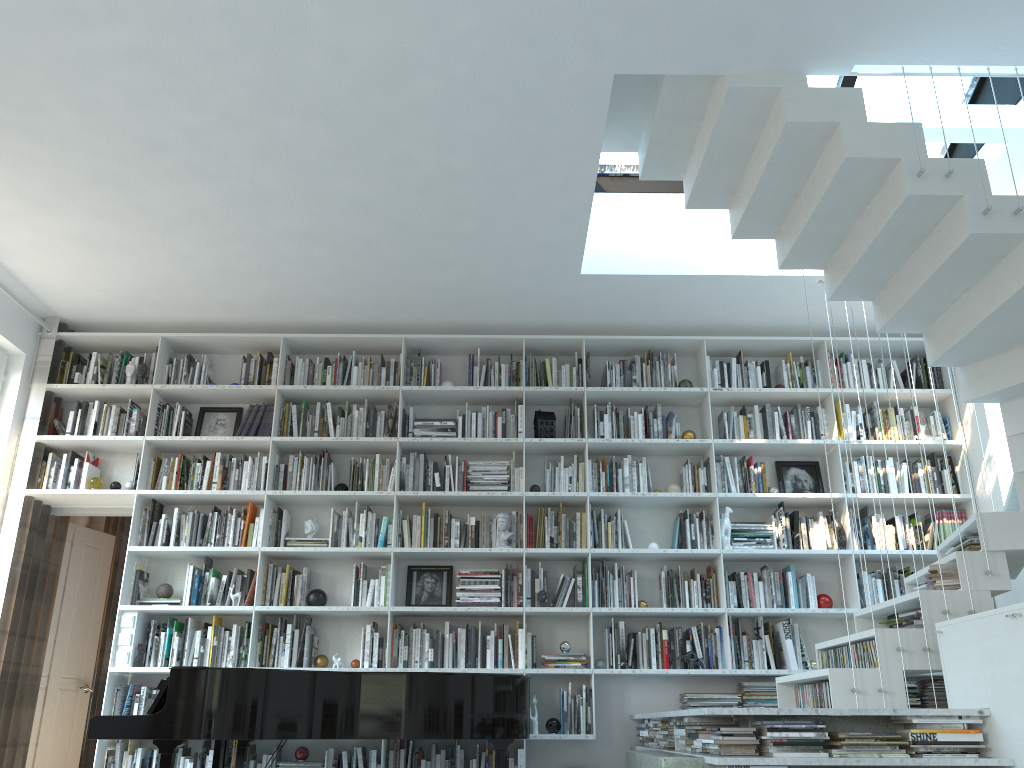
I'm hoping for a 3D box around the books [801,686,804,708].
[{"bbox_3d":[1.568,1.628,4.594,0.125,0.125,0.008,0,-21,0],"label":"books"}]

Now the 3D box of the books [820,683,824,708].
[{"bbox_3d":[1.570,1.519,4.312,0.125,0.125,0.008,0,-21,0],"label":"books"}]

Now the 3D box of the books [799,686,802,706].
[{"bbox_3d":[1.568,1.639,4.622,0.125,0.125,0.009,0,-21,0],"label":"books"}]

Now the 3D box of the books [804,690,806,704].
[{"bbox_3d":[1.568,1.614,4.557,0.125,0.124,0.007,0,-21,0],"label":"books"}]

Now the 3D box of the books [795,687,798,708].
[{"bbox_3d":[1.567,1.666,4.692,0.125,0.125,0.008,0,-21,0],"label":"books"}]

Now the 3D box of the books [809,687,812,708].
[{"bbox_3d":[1.569,1.583,4.478,0.125,0.125,0.008,0,-21,0],"label":"books"}]

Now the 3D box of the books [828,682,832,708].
[{"bbox_3d":[1.571,1.478,4.206,0.125,0.125,0.012,0,-21,0],"label":"books"}]

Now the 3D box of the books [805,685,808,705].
[{"bbox_3d":[1.569,1.603,4.530,0.125,0.125,0.007,0,-21,0],"label":"books"}]

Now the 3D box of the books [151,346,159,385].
[{"bbox_3d":[-2.496,-0.080,6.265,0.014,0.336,0.168,0,-21,0],"label":"books"}]

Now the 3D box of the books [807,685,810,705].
[{"bbox_3d":[1.569,1.592,4.500,0.125,0.124,0.007,0,-21,0],"label":"books"}]

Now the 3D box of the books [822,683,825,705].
[{"bbox_3d":[1.571,1.511,4.290,0.125,0.125,0.010,0,-21,0],"label":"books"}]

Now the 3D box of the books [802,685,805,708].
[{"bbox_3d":[1.568,1.622,4.579,0.125,0.125,0.008,0,-21,0],"label":"books"}]

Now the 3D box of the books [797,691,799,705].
[{"bbox_3d":[1.568,1.656,4.667,0.125,0.124,0.007,0,-21,0],"label":"books"}]

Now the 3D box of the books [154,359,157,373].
[{"bbox_3d":[-2.451,-0.051,6.221,0.024,0.251,0.236,0,-21,0],"label":"books"}]

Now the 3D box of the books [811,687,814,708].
[{"bbox_3d":[1.569,1.572,4.449,0.125,0.125,0.009,0,-21,0],"label":"books"}]

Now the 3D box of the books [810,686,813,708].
[{"bbox_3d":[1.569,1.578,4.464,0.125,0.125,0.009,0,-21,0],"label":"books"}]

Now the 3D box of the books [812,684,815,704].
[{"bbox_3d":[1.569,1.563,4.427,0.125,0.125,0.008,0,-21,0],"label":"books"}]

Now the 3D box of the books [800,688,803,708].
[{"bbox_3d":[1.568,1.636,4.615,0.125,0.125,0.009,0,-21,0],"label":"books"}]

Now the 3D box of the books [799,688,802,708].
[{"bbox_3d":[1.568,1.642,4.630,0.125,0.124,0.007,0,-21,0],"label":"books"}]

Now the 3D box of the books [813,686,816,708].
[{"bbox_3d":[1.570,1.561,4.419,0.125,0.124,0.007,0,-21,0],"label":"books"}]

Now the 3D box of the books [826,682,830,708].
[{"bbox_3d":[1.571,1.490,4.237,0.125,0.125,0.011,0,-21,0],"label":"books"}]

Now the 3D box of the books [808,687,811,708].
[{"bbox_3d":[1.569,1.589,4.493,0.125,0.125,0.008,0,-21,0],"label":"books"}]

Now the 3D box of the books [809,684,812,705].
[{"bbox_3d":[1.569,1.581,4.471,0.125,0.124,0.007,0,-21,0],"label":"books"}]

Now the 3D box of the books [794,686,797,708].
[{"bbox_3d":[1.567,1.672,4.706,0.125,0.124,0.007,0,-21,0],"label":"books"}]

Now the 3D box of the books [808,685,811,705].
[{"bbox_3d":[1.569,1.586,4.485,0.125,0.125,0.009,0,-21,0],"label":"books"}]

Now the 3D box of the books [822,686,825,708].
[{"bbox_3d":[1.571,1.513,4.296,0.125,0.125,0.010,0,-21,0],"label":"books"}]

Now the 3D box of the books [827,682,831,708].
[{"bbox_3d":[1.571,1.484,4.221,0.125,0.125,0.008,0,-21,0],"label":"books"}]

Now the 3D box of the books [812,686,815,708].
[{"bbox_3d":[1.569,1.566,4.434,0.125,0.125,0.009,0,-21,0],"label":"books"}]

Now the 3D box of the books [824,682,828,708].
[{"bbox_3d":[1.571,1.499,4.260,0.125,0.124,0.007,0,-21,0],"label":"books"}]

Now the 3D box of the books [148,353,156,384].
[{"bbox_3d":[-2.514,-0.054,6.261,0.022,0.285,0.176,0,-21,0],"label":"books"}]

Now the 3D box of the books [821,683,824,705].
[{"bbox_3d":[1.570,1.516,4.303,0.125,0.125,0.009,0,-21,0],"label":"books"}]

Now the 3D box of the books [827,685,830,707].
[{"bbox_3d":[1.571,1.487,4.229,0.125,0.125,0.008,0,-21,0],"label":"books"}]

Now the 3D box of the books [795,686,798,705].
[{"bbox_3d":[1.567,1.663,4.684,0.125,0.125,0.010,0,-21,0],"label":"books"}]

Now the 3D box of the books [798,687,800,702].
[{"bbox_3d":[1.568,1.648,4.646,0.125,0.125,0.008,0,-21,0],"label":"books"}]

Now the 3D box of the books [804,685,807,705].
[{"bbox_3d":[1.569,1.609,4.544,0.125,0.125,0.008,0,-21,0],"label":"books"}]

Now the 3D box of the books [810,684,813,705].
[{"bbox_3d":[1.569,1.575,4.456,0.125,0.125,0.008,0,-21,0],"label":"books"}]

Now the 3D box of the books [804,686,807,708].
[{"bbox_3d":[1.568,1.611,4.550,0.125,0.124,0.007,0,-21,0],"label":"books"}]

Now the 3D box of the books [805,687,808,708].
[{"bbox_3d":[1.569,1.606,4.537,0.125,0.125,0.008,0,-21,0],"label":"books"}]

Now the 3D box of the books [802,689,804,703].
[{"bbox_3d":[1.568,1.625,4.586,0.125,0.125,0.008,0,-21,0],"label":"books"}]

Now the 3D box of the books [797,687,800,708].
[{"bbox_3d":[1.568,1.654,4.660,0.125,0.124,0.007,0,-21,0],"label":"books"}]

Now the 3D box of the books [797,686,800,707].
[{"bbox_3d":[1.568,1.651,4.653,0.125,0.125,0.008,0,-21,0],"label":"books"}]

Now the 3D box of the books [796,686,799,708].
[{"bbox_3d":[1.567,1.659,4.675,0.125,0.125,0.009,0,-21,0],"label":"books"}]

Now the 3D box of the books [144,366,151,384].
[{"bbox_3d":[-2.539,-0.007,6.243,0.028,0.184,0.168,0,-21,0],"label":"books"}]

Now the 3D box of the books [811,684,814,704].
[{"bbox_3d":[1.569,1.569,4.441,0.125,0.125,0.008,0,-21,0],"label":"books"}]

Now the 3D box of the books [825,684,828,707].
[{"bbox_3d":[1.571,1.496,4.253,0.125,0.125,0.008,0,-21,0],"label":"books"}]

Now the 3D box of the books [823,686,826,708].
[{"bbox_3d":[1.571,1.507,4.281,0.125,0.125,0.008,0,-21,0],"label":"books"}]

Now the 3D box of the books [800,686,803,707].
[{"bbox_3d":[1.568,1.633,4.608,0.125,0.124,0.007,0,-21,0],"label":"books"}]

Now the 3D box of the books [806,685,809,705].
[{"bbox_3d":[1.569,1.597,4.515,0.125,0.125,0.009,0,-21,0],"label":"books"}]

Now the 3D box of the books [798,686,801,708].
[{"bbox_3d":[1.568,1.645,4.639,0.125,0.125,0.010,0,-21,0],"label":"books"}]

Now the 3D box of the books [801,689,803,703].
[{"bbox_3d":[1.568,1.631,4.601,0.125,0.125,0.008,0,-21,0],"label":"books"}]

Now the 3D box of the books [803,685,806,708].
[{"bbox_3d":[1.568,1.617,4.564,0.125,0.124,0.007,0,-21,0],"label":"books"}]

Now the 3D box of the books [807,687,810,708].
[{"bbox_3d":[1.569,1.594,4.507,0.125,0.124,0.007,0,-21,0],"label":"books"}]

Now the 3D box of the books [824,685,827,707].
[{"bbox_3d":[1.571,1.502,4.267,0.125,0.125,0.008,0,-21,0],"label":"books"}]

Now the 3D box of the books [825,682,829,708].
[{"bbox_3d":[1.571,1.493,4.244,0.125,0.125,0.011,0,-21,0],"label":"books"}]

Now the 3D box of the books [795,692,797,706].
[{"bbox_3d":[1.567,1.669,4.699,0.125,0.125,0.008,0,-21,0],"label":"books"}]

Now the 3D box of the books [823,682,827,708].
[{"bbox_3d":[1.571,1.505,4.274,0.125,0.125,0.008,0,-21,0],"label":"books"}]

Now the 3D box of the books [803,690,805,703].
[{"bbox_3d":[1.568,1.619,4.571,0.125,0.125,0.008,0,-21,0],"label":"books"}]

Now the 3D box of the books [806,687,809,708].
[{"bbox_3d":[1.569,1.600,4.522,0.125,0.125,0.008,0,-21,0],"label":"books"}]

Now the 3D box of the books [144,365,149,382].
[{"bbox_3d":[-2.564,-0.015,6.250,0.023,0.204,0.146,0,-21,0],"label":"books"}]

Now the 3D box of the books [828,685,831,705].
[{"bbox_3d":[1.571,1.481,4.214,0.125,0.125,0.010,0,-21,0],"label":"books"}]
